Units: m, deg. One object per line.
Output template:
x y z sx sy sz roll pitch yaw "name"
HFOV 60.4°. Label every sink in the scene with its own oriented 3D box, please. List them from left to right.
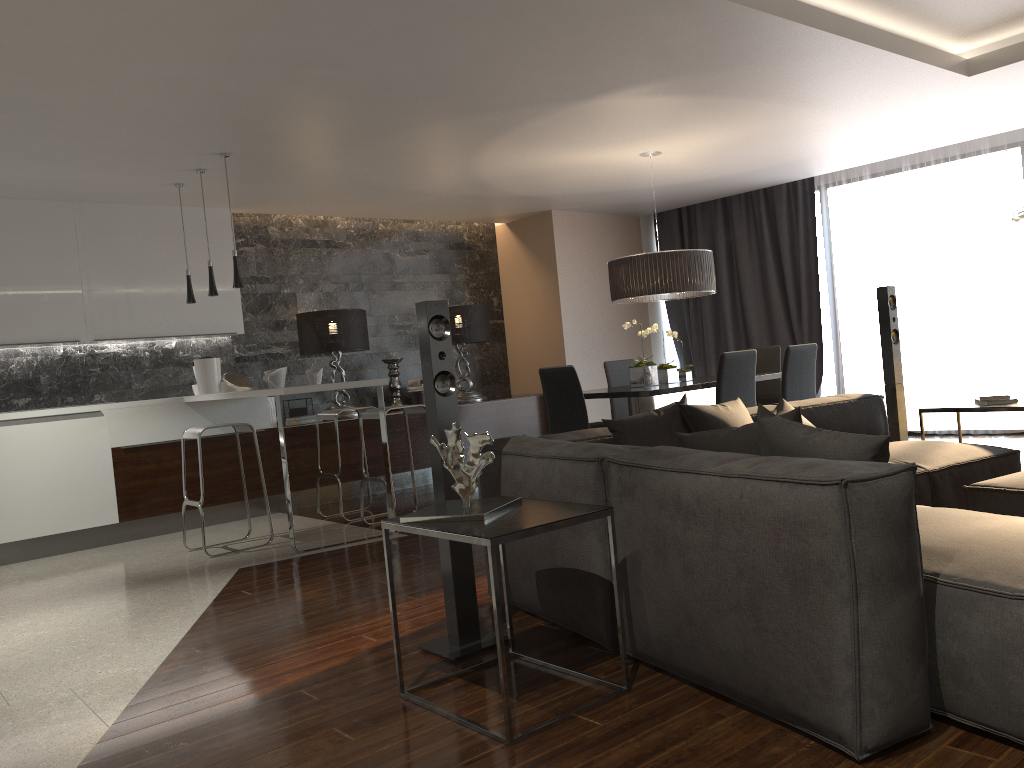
-3.479 0.176 6.147 1.216 0.520 0.482 -6 2 -40 "sink"

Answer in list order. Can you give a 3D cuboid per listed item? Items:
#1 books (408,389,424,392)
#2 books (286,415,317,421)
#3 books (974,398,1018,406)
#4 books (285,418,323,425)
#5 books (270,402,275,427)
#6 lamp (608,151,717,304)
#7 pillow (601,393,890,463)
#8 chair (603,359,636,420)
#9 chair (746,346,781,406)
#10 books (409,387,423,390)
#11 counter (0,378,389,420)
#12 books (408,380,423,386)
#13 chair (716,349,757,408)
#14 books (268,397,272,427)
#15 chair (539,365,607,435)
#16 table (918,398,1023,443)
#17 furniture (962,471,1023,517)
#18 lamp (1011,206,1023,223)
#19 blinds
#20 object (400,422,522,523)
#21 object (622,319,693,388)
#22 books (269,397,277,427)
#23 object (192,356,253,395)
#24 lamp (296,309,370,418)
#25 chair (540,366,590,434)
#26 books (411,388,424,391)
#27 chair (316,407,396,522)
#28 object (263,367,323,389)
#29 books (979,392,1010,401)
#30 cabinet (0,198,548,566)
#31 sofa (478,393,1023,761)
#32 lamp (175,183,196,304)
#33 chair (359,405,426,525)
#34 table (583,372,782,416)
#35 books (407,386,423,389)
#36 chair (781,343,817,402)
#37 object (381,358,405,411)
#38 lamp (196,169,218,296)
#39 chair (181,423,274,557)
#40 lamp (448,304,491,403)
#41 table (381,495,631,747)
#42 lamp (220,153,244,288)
-0.824 0.053 8.394 0.250 0.011 0.322 -5 1 8 "books"
-1.726 0.282 7.281 0.159 0.024 0.238 -5 1 30 "books"
2.628 0.091 4.782 0.160 0.023 0.236 -5 1 11 "books"
-1.724 0.310 7.292 0.172 0.034 0.254 -5 1 29 "books"
-1.999 0.251 7.226 0.022 0.205 0.147 -6 2 -39 "books"
1.099 -1.202 6.666 0.827 1.102 0.781 -6 1 -15 "lamp"
0.833 0.253 3.515 1.031 0.431 2.151 -5 1 15 "pillow"
1.132 0.263 7.436 0.451 0.964 0.541 -6 2 -39 "chair"
1.953 0.190 7.280 0.603 0.964 0.405 -6 2 -39 "chair"
-0.835 0.033 8.395 0.255 0.011 0.316 -5 1 -2 "books"
-3.198 0.216 5.161 4.251 0.041 2.547 -6 2 -39 "counter"
-0.812 0.005 8.464 0.286 0.109 0.307 -6 1 -29 "books"
1.370 0.274 5.959 0.451 0.964 0.541 -6 2 -39 "chair"
-2.018 0.234 7.209 0.020 0.244 0.165 -6 2 -39 "books"
0.565 0.326 6.964 0.451 0.964 0.541 -6 2 -39 "chair"
2.637 0.384 4.811 0.475 0.563 0.568 -6 2 -39 "table"
2.473 0.490 3.272 1.151 0.440 1.041 -6 1 -29 "furniture"
5.370 -0.491 5.241 4.046 1.779 0.608 -5 2 28 "lamp"
4.188 -0.979 7.370 7.089 2.894 0.790 -4 2 43 "blinds"
-0.168 0.263 2.778 0.275 0.287 0.294 -5 1 21 "object"
1.092 -0.248 6.671 0.606 0.501 0.293 -7 2 -43 "object"
-1.995 0.231 7.256 0.025 0.243 0.166 -6 2 -39 "books"
-2.349 -0.077 7.103 0.434 0.298 0.549 -6 1 -27 "object"
-1.555 -0.171 7.796 0.560 0.933 0.624 -4 2 41 "lamp"
0.565 0.344 6.151 0.603 0.964 0.405 -6 2 -39 "chair"
-0.820 0.041 8.409 0.255 0.011 0.316 -5 1 -2 "books"
-1.191 0.581 6.545 0.454 0.800 0.398 -6 2 -39 "chair"
-1.430 -0.048 5.736 0.462 0.133 0.178 -6 2 -39 "object"
2.629 0.068 4.796 0.148 0.022 0.214 -5 1 28 "books"
-1.539 -0.217 5.480 7.299 2.501 4.208 -6 2 -39 "cabinet"
1.485 0.449 3.392 2.607 0.704 2.603 -6 1 -29 "sofa"
-2.315 -0.992 6.230 0.061 0.845 0.055 -7 2 -39 "lamp"
-0.774 0.554 6.024 0.454 0.800 0.398 -6 2 -39 "chair"
1.269 0.370 6.700 1.690 0.760 0.984 -6 2 -39 "table"
-0.841 0.023 8.387 0.252 0.011 0.319 -5 1 3 "books"
1.936 0.211 6.431 0.451 0.964 0.541 -6 2 -39 "chair"
-1.091 0.004 8.207 0.206 0.485 0.210 -5 1 9 "object"
-2.042 -1.010 5.889 0.061 0.845 0.055 -7 2 -39 "lamp"
-1.861 0.663 5.666 0.454 0.800 0.398 -6 2 -39 "chair"
-0.495 -0.289 8.681 0.608 0.933 0.577 -6 1 -13 "lamp"
-0.028 0.678 2.711 0.475 0.563 0.568 -6 2 -39 "table"
-1.769 -1.028 5.548 0.061 0.845 0.055 -7 2 -39 "lamp"
